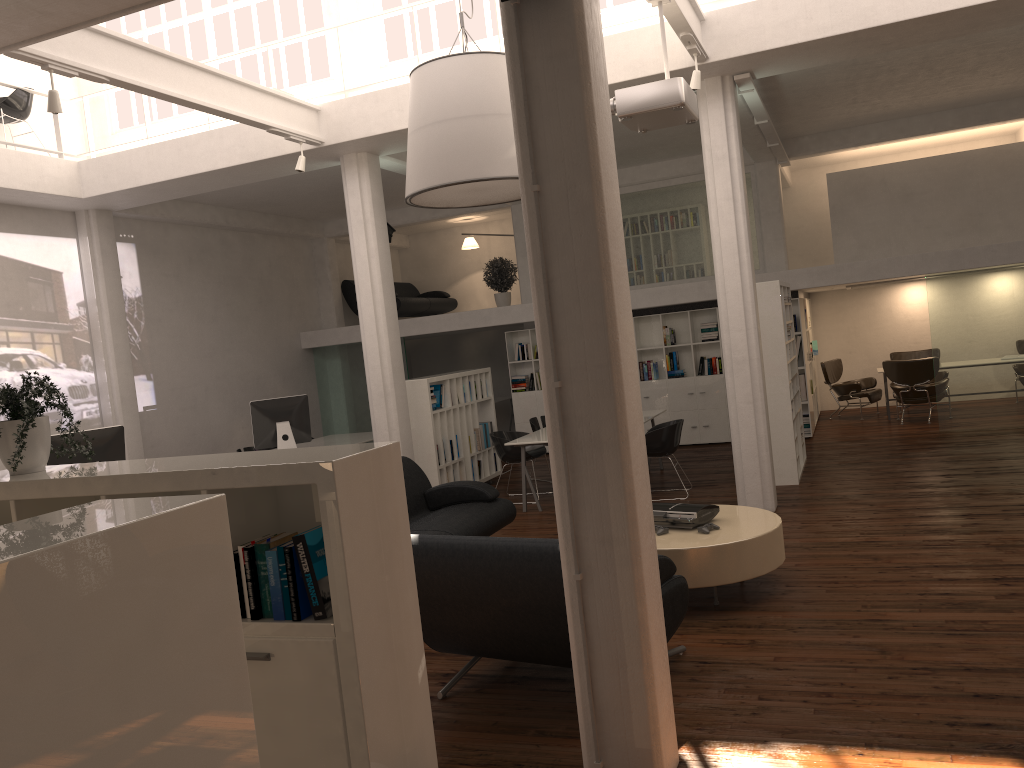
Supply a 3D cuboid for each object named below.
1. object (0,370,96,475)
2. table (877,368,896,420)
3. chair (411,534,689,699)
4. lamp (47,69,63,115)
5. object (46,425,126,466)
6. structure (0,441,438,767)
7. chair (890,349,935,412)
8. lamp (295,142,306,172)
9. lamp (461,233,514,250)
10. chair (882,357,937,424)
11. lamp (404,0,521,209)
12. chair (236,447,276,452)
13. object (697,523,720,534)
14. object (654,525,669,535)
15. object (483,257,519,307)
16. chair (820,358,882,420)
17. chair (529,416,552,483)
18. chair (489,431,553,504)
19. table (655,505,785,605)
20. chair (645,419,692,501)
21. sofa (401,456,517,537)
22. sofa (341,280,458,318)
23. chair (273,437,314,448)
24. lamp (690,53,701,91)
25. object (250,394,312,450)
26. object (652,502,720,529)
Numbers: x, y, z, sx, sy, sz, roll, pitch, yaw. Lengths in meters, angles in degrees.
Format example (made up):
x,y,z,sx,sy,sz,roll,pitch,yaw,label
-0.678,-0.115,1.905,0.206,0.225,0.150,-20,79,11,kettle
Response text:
x,y,z,sx,sy,sz,roll,pitch,yaw,label
-2.445,0.189,4.445,0.646,0.504,0.709,-8,3,-38,object
8.993,0.031,16.624,3.900,0.947,1.040,-5,3,21,table
0.235,1.430,5.932,1.454,1.130,1.481,-5,3,33,chair
-3.839,-2.436,7.422,0.136,0.357,0.117,-5,3,28,lamp
-4.832,0.969,10.142,0.347,0.888,0.886,-4,4,41,object
-2.694,1.536,2.337,3.131,1.914,4.752,-5,3,21,structure
8.294,-0.085,18.030,0.994,1.183,0.991,-6,3,17,chair
-2.570,-2.735,10.706,0.136,0.357,0.117,-6,3,15,lamp
-0.080,-3.480,20.803,2.635,0.513,0.447,-5,3,31,lamp
7.456,0.091,16.308,0.994,1.183,0.991,-4,3,36,chair
-0.514,-3.834,7.900,1.386,4.284,1.386,-4,3,36,lamp
-4.192,1.556,14.958,0.757,1.004,0.795,-5,3,21,chair
1.564,1.160,7.305,0.231,0.099,0.193,-4,4,44,object
1.224,1.212,7.405,0.119,0.062,0.193,-7,3,-18,object
-0.218,-2.138,18.784,0.793,1.127,0.770,-5,3,20,object
6.868,0.077,17.970,0.991,1.183,0.994,-4,4,41,chair
0.702,1.030,14.506,0.795,1.004,0.757,-8,3,-33,chair
0.107,1.176,12.861,0.757,1.004,0.795,-5,3,21,chair
1.505,1.490,7.627,1.616,0.570,1.616,-6,3,15,table
1.978,1.011,11.937,0.757,1.004,0.795,-6,3,16,chair
-1.186,1.464,8.648,1.467,1.119,3.087,-5,3,21,sofa
-2.602,-1.974,21.215,1.467,1.119,3.087,-5,3,21,sofa
-3.961,1.468,16.255,0.795,1.004,0.757,-8,3,-23,chair
1.844,-3.146,8.969,0.136,0.357,0.117,-5,3,28,lamp
-3.573,0.653,13.791,0.886,0.888,0.347,-8,3,-23,object
1.429,1.125,7.658,0.558,0.163,0.471,-4,4,41,object
